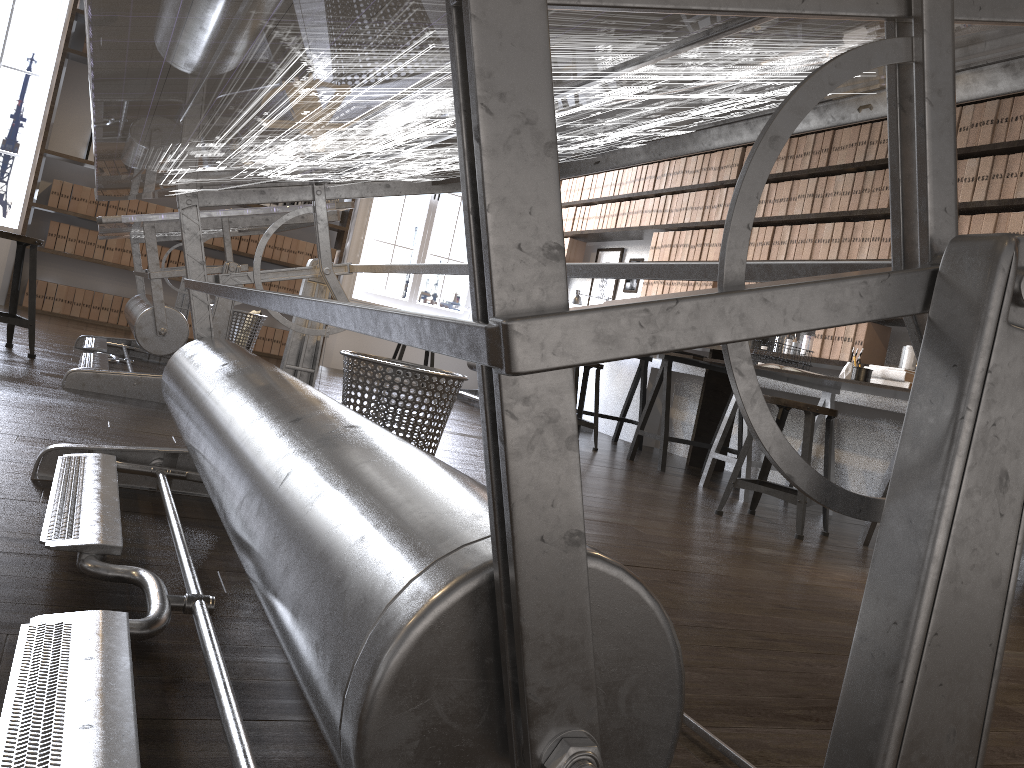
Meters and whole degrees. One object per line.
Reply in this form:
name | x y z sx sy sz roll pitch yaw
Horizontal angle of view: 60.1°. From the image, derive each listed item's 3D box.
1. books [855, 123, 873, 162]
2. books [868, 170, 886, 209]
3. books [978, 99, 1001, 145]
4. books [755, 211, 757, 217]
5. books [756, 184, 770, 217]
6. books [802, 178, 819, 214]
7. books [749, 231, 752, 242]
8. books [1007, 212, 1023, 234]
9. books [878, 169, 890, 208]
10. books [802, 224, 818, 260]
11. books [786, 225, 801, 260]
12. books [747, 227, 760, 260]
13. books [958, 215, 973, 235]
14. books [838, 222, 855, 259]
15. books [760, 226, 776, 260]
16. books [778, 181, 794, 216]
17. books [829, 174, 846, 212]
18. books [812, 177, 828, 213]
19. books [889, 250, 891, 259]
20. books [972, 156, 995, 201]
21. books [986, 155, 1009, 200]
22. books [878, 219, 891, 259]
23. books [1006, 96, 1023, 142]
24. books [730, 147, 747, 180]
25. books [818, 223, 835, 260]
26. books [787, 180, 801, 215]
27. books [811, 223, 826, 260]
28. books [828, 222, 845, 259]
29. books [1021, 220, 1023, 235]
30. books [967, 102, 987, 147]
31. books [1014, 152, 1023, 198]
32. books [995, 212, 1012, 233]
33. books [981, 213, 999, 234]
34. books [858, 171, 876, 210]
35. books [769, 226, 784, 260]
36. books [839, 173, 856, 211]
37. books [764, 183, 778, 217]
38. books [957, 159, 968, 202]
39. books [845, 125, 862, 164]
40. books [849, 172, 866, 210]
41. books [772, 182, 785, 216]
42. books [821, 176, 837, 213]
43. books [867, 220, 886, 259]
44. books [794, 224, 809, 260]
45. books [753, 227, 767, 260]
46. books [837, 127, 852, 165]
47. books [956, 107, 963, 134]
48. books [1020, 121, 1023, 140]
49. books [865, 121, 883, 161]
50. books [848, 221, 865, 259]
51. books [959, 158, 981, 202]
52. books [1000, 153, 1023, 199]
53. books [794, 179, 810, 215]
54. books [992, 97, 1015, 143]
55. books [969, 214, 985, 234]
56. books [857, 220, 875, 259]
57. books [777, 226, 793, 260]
books | 2.000 -1.304 4.897 0.174 0.226 0.067 12 -1 -25
books | 2.015 -1.014 4.751 0.174 0.226 0.067 12 -1 -25
books | 2.320 -1.212 4.209 0.174 0.226 0.067 12 -1 -25
books | 1.609 -1.131 5.624 0.174 0.226 0.067 12 -1 -25
books | 1.635 -1.123 5.558 0.173 0.226 0.067 12 -1 -25
books | 1.807 -1.073 5.186 0.174 0.226 0.067 12 -1 -25
books | 1.544 -0.861 5.619 0.174 0.226 0.067 12 -1 -25
books | 2.308 -0.642 3.980 0.174 0.226 0.067 12 -1 -25
books | 2.041 -1.006 4.681 0.174 0.226 0.067 12 -1 -25
books | 1.778 -0.794 5.114 0.174 0.226 0.067 12 -1 -25
books | 1.725 -0.809 5.242 0.173 0.226 0.067 12 -1 -25
books | 1.574 -0.853 5.563 0.174 0.226 0.067 12 -1 -25
books | 2.198 -0.674 4.224 0.173 0.226 0.067 12 -1 -25
books | 1.897 -0.760 4.870 0.174 0.226 0.067 12 -1 -25
books | 1.630 -0.836 5.436 0.174 0.226 0.067 12 -1 -25
books | 1.721 -1.098 5.368 0.174 0.226 0.067 12 -1 -25
books | 1.897 -1.048 4.997 0.173 0.226 0.067 12 -1 -25
books | 1.840 -1.064 5.124 0.174 0.226 0.067 12 -1 -25
books | 2.042 -0.718 4.555 0.174 0.226 0.067 12 -1 -25
books | 2.275 -0.939 4.177 0.174 0.226 0.067 12 -1 -25
books | 2.309 -0.930 4.115 0.174 0.226 0.067 12 -1 -25
books | 2.012 -0.727 4.610 0.174 0.226 0.067 12 -1 -25
books | 2.383 -1.194 4.086 0.173 0.226 0.067 12 -1 -25
books | 1.551 -1.432 5.867 0.174 0.226 0.067 12 -1 -25
books | 1.835 -0.777 4.998 0.174 0.226 0.067 12 -1 -25
books | 1.753 -1.089 5.310 0.174 0.226 0.067 12 -1 -25
books | 1.811 -0.785 5.056 0.174 0.226 0.067 12 -1 -25
books | 1.864 -0.769 4.932 0.174 0.226 0.067 12 -1 -25
books | 2.334 -0.634 3.919 0.174 0.226 0.067 12 -1 -25
books | 2.296 -1.219 4.271 0.174 0.226 0.067 12 -1 -25
books | 2.365 -0.914 3.988 0.173 0.226 0.067 12 -1 -25
books | 2.283 -0.649 4.038 0.174 0.226 0.067 12 -1 -25
books | 2.251 -0.658 4.096 0.174 0.226 0.067 12 -1 -25
books | 1.985 -1.023 4.809 0.174 0.226 0.067 12 -1 -25
books | 1.666 -0.826 5.370 0.174 0.226 0.067 12 -1 -25
books | 1.925 -1.040 4.930 0.174 0.226 0.067 12 -1 -25
books | 1.668 -1.114 5.496 0.173 0.226 0.067 12 -1 -25
books | 2.222 -0.955 4.301 0.174 0.226 0.067 12 -1 -25
books | 1.970 -1.312 4.963 0.174 0.226 0.067 12 -1 -25
books | 1.955 -1.031 4.864 0.174 0.226 0.067 12 -1 -25
books | 1.698 -1.105 5.431 0.174 0.226 0.067 12 -1 -25
books | 1.871 -1.056 5.061 0.173 0.226 0.067 12 -1 -25
books | 1.982 -0.735 4.676 0.174 0.226 0.067 12 -1 -25
books | 1.755 -0.801 5.177 0.174 0.226 0.067 12 -1 -25
books | 1.604 -0.844 5.505 0.174 0.226 0.067 12 -1 -25
books | 1.947 -1.319 5.022 0.174 0.226 0.067 12 -1 -25
books | 2.236 -1.236 4.392 0.174 0.226 0.067 12 -1 -25
books | 2.409 -1.187 4.020 0.173 0.226 0.067 12 -1 -25
books | 2.033 -1.294 4.833 0.173 0.226 0.067 12 -1 -25
books | 1.928 -0.751 4.807 0.173 0.226 0.067 12 -1 -25
books | 2.247 -0.948 4.243 0.174 0.226 0.067 12 -1 -25
books | 2.339 -0.921 4.053 0.173 0.226 0.067 12 -1 -25
books | 1.778 -1.082 5.252 0.174 0.226 0.067 12 -1 -25
books | 2.353 -1.203 4.150 0.174 0.226 0.067 12 -1 -25
books | 2.228 -0.665 4.160 0.174 0.226 0.067 12 -1 -25
books | 1.954 -0.744 4.743 0.173 0.226 0.067 12 -1 -25
books | 1.692 -0.819 5.304 0.173 0.226 0.067 12 -1 -25
